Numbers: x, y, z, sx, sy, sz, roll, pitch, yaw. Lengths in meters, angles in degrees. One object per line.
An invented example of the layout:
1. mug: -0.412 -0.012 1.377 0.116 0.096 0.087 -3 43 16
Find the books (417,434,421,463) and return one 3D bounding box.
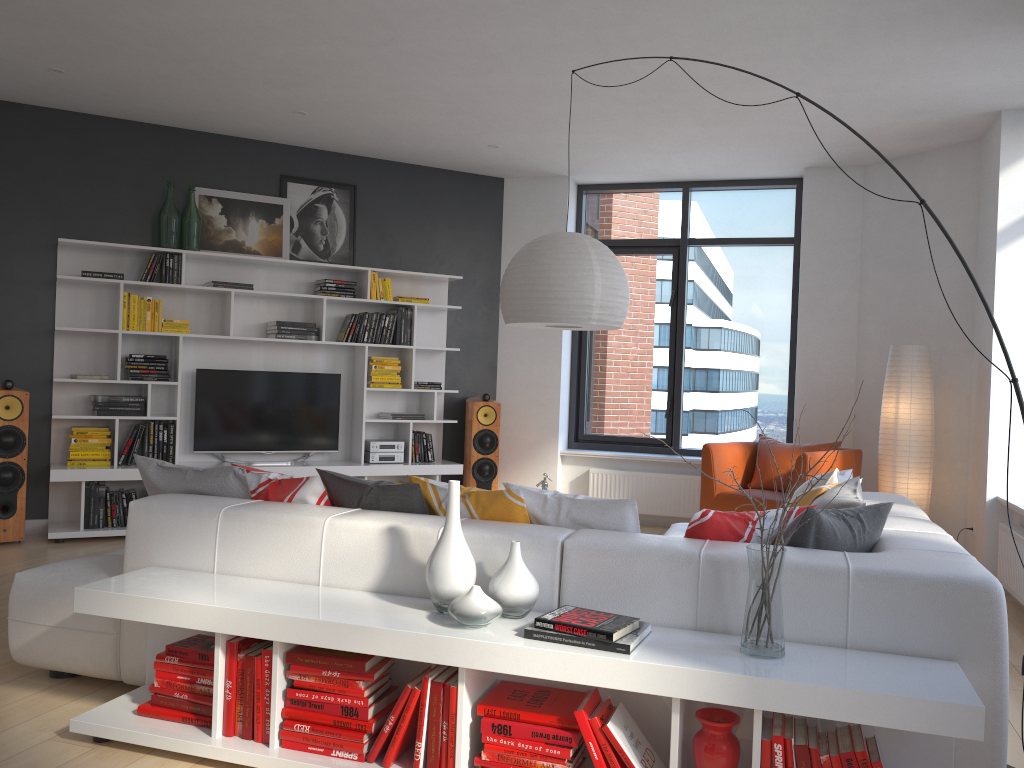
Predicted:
1. books: -0.800 0.527 7.354 0.049 0.236 0.170 2 0 -27

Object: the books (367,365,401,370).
1. books: -1.049 -0.133 7.264 0.239 0.033 0.176 2 0 -25

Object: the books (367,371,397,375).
1. books: -1.064 -0.088 7.240 0.217 0.023 0.145 2 0 -23

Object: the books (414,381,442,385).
1. books: -0.714 -0.006 7.389 0.213 0.023 0.161 2 0 -24

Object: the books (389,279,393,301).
1. books: -1.002 -0.758 7.193 0.044 0.184 0.142 2 0 -27

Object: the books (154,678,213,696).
1. books: -1.012 0.975 2.927 0.257 0.025 0.182 2 0 17

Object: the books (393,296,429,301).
1. books: -0.840 -0.700 7.326 0.257 0.024 0.203 2 0 -25

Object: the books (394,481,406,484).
1. books: -0.908 0.933 7.230 0.044 0.255 0.198 2 0 -28

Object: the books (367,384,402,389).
1. books: -1.052 0.018 7.241 0.257 0.028 0.194 2 0 -23

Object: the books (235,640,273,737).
1. books: -0.810 0.960 2.819 0.031 0.255 0.181 2 0 17

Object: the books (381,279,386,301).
1. books: -1.055 -0.757 7.153 0.044 0.178 0.128 2 0 -28

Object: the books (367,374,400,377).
1. books: -1.066 -0.070 7.262 0.251 0.014 0.189 2 0 -24

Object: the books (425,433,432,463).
1. books: -0.727 0.527 7.388 0.066 0.242 0.177 2 0 -28

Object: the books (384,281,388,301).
1. books: -1.033 -0.746 7.151 0.046 0.161 0.108 2 0 -29

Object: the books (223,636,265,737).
1. books: -0.843 0.941 2.826 0.036 0.294 0.208 2 0 17

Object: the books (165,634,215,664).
1. books: -1.006 0.871 2.919 0.206 0.029 0.152 2 0 23

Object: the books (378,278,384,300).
1. books: -1.076 -0.758 7.150 0.054 0.180 0.132 2 0 -28

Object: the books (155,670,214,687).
1. books: -1.010 0.950 2.944 0.261 0.028 0.191 2 0 17

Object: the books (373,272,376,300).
1. books: -1.135 -0.783 7.133 0.041 0.224 0.163 2 0 -29

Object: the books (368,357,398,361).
1. books: -1.063 -0.208 7.278 0.223 0.023 0.163 2 0 -24

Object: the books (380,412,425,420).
1. books: -0.909 0.264 7.325 0.310 0.047 0.250 2 0 -32

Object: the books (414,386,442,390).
1. books: -0.709 0.032 7.373 0.213 0.023 0.161 2 0 -24

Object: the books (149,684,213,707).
1. books: -1.025 1.001 2.924 0.266 0.026 0.187 2 0 23

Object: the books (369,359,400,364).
1. books: -1.045 -0.184 7.263 0.223 0.023 0.163 2 0 -24

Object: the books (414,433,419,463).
1. books: -0.825 0.526 7.349 0.053 0.240 0.189 2 0 -27

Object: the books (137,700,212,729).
1. books: -1.034 1.063 2.927 0.301 0.032 0.227 2 0 17

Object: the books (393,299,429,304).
1. books: -0.834 -0.674 7.320 0.257 0.028 0.194 2 0 -23

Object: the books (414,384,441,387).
1. books: -0.710 0.013 7.374 0.198 0.015 0.142 2 0 -29

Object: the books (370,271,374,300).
1. books: -1.147 -0.785 7.106 0.041 0.229 0.161 2 0 -29

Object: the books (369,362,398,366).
1. books: -1.055 -0.161 7.262 0.227 0.022 0.160 2 0 -12

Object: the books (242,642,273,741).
1. books: -0.777 0.960 2.810 0.034 0.259 0.207 2 0 17

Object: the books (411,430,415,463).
1. books: -0.854 0.509 7.338 0.053 0.268 0.202 2 0 -28

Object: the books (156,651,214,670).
1. books: -1.011 0.897 2.931 0.254 0.025 0.178 2 0 17

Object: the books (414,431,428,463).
1. books: -0.756 0.520 7.381 0.066 0.255 0.193 2 0 -28

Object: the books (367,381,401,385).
1. books: -1.058 -0.008 7.247 0.257 0.024 0.203 2 0 -25

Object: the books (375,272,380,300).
1. books: -1.113 -0.782 7.155 0.054 0.224 0.164 2 0 -28

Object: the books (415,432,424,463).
1. books: -0.777 0.525 7.358 0.050 0.242 0.169 2 0 -28

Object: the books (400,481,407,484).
1. books: -0.882 0.931 7.247 0.015 0.263 0.199 2 0 -28

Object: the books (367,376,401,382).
1. books: -1.058 -0.042 7.251 0.243 0.042 0.189 2 0 -28

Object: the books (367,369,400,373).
1. books: -1.061 -0.108 7.261 0.239 0.019 0.171 2 0 -28

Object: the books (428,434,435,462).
1. books: -0.712 0.531 7.432 0.077 0.233 0.179 2 0 -28

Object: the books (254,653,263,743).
1. books: -0.744 0.961 2.788 0.042 0.259 0.195 2 0 17

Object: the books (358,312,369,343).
1. books: -1.218 -0.449 7.130 0.075 0.254 0.192 2 0 -29

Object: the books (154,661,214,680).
1. books: -1.011 0.923 2.927 0.269 0.028 0.179 2 0 19

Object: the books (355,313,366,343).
1. books: -1.226 -0.442 7.096 0.069 0.242 0.172 2 0 -27

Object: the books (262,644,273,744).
1. books: -0.709 0.947 2.783 0.049 0.291 0.214 2 0 17

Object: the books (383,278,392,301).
1. books: -1.019 -0.758 7.175 0.064 0.184 0.141 2 0 -27

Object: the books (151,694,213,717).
1. books: -1.015 1.031 2.929 0.259 0.034 0.206 2 0 20
